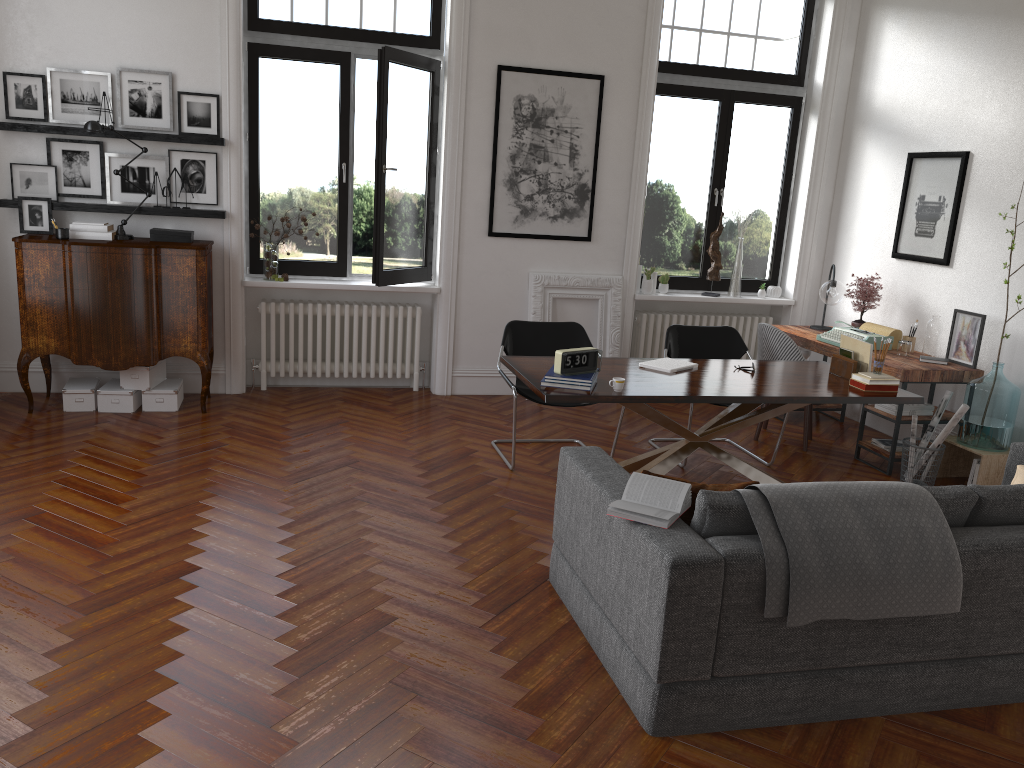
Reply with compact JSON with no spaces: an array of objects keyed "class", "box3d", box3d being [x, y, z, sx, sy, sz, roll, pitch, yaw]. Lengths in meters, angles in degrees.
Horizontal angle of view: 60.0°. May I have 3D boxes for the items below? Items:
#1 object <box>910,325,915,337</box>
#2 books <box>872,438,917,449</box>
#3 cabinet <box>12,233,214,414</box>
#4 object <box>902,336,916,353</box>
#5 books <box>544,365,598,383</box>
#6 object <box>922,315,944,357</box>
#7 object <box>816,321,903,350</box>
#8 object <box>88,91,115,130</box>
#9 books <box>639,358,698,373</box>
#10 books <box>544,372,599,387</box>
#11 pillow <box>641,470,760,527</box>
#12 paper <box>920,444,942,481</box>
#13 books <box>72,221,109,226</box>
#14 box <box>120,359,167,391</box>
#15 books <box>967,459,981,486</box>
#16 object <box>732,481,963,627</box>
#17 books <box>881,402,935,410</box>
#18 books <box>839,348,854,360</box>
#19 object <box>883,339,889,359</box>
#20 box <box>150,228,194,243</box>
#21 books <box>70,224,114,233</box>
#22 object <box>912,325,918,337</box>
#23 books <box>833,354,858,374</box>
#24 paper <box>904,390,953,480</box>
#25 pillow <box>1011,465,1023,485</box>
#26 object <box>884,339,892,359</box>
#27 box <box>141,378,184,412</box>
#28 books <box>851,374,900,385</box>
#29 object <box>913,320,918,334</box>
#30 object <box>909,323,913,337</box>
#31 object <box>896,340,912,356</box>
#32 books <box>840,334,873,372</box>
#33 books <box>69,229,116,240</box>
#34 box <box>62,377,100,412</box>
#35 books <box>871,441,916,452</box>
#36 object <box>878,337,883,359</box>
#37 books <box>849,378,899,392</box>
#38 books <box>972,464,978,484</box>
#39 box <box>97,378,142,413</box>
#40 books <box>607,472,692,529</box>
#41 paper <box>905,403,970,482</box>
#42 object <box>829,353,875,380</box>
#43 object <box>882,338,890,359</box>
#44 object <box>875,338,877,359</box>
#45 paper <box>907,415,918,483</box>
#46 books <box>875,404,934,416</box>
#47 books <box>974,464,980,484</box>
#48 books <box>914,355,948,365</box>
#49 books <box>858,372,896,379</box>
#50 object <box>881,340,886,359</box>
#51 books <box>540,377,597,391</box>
[{"class":"object","box3d":[2.960,-0.345,6.579,0.054,0.208,0.008,-3,16,-27]},{"class":"books","box3d":[2.709,0.424,6.254,0.268,0.014,0.195,3,13,-3]},{"class":"cabinet","box3d":[-2.818,-0.423,6.395,1.266,1.224,0.637,0,14,-14]},{"class":"object","box3d":[2.938,-0.296,6.574,0.058,0.114,0.075,0,14,-14]},{"class":"books","box3d":[0.325,-0.059,4.764,0.250,0.017,0.343,6,13,10]},{"class":"object","box3d":[3.009,-0.335,6.337,0.111,0.303,0.111,9,15,21]},{"class":"object","box3d":[2.616,-0.384,6.762,0.484,0.149,0.532,0,13,-16]},{"class":"object","box3d":[-2.915,-1.941,6.293,0.174,0.261,0.040,0,14,-14]},{"class":"books","box3d":[0.953,-0.113,5.383,0.230,0.026,0.325,14,17,39]},{"class":"books","box3d":[0.324,-0.042,4.768,0.250,0.017,0.343,6,13,10]},{"class":"pillow","box3d":[0.734,0.511,3.451,0.469,0.398,0.329,9,14,22]},{"class":"paper","box3d":[2.810,0.479,5.907,0.126,0.390,0.025,6,14,7]},{"class":"books","box3d":[-2.949,-1.126,6.211,0.200,0.014,0.178,0,13,-14]},{"class":"box","box3d":[-2.712,-0.085,6.528,0.209,0.178,0.392,3,13,-5]},{"class":"books","box3d":[3.040,0.604,5.728,0.187,0.259,0.054,0,14,-14]},{"class":"object","box3d":[1.164,0.568,3.132,0.752,0.389,0.398,0,14,-14]},{"class":"books","box3d":[2.726,0.137,6.151,0.309,0.038,0.224,0,13,-14]},{"class":"books","box3d":[2.062,-0.136,5.465,0.041,0.158,0.128,0,14,-14]},{"class":"object","box3d":[2.150,-0.165,5.123,0.008,0.196,0.036,3,14,-2]},{"class":"box","box3d":[-2.469,-1.079,6.447,0.282,0.087,0.207,0,13,-14]},{"class":"books","box3d":[-2.953,-1.103,6.239,0.239,0.044,0.253,0,13,-14]},{"class":"object","box3d":[2.962,-0.341,6.555,0.008,0.208,0.054,-5,16,-31]},{"class":"books","box3d":[2.026,-0.105,5.419,0.028,0.125,0.220,0,13,-14]},{"class":"paper","box3d":[2.784,0.351,5.938,0.294,0.629,0.047,-2,15,-21]},{"class":"pillow","box3d":[2.261,0.518,3.737,0.486,0.463,0.224,0,14,-14]},{"class":"object","box3d":[2.165,-0.167,5.142,0.044,0.195,0.008,8,14,15]},{"class":"box","box3d":[-2.596,0.086,6.603,0.245,0.178,0.392,0,13,-14]},{"class":"books","box3d":[2.105,-0.029,5.133,0.207,0.029,0.163,0,13,-16]},{"class":"object","box3d":[2.971,-0.359,6.563,0.028,0.240,0.023,-1,14,-17]},{"class":"object","box3d":[2.948,-0.347,6.580,0.008,0.208,0.054,15,18,39]},{"class":"object","box3d":[2.834,-0.259,6.405,0.093,0.102,0.093,-2,14,-22]},{"class":"books","box3d":[2.110,-0.164,5.448,0.043,0.240,0.308,0,14,-14]},{"class":"books","box3d":[-2.956,-1.052,6.245,0.294,0.057,0.228,0,13,-14]},{"class":"box","box3d":[-3.134,0.081,6.467,0.209,0.178,0.392,-1,14,-19]},{"class":"books","box3d":[2.708,0.439,6.258,0.268,0.014,0.195,0,13,-15]},{"class":"object","box3d":[2.145,-0.177,5.171,0.008,0.196,0.032,11,16,28]},{"class":"books","box3d":[2.096,0.005,5.135,0.215,0.040,0.158,1,13,-12]},{"class":"books","box3d":[3.039,0.623,5.700,0.170,0.233,0.012,0,14,-14]},{"class":"box","box3d":[-2.857,0.091,6.506,0.245,0.178,0.392,2,13,-9]},{"class":"books","box3d":[0.503,0.412,3.206,0.224,0.096,0.278,10,14,27]},{"class":"paper","box3d":[2.748,0.392,5.744,0.047,0.612,0.329,-6,16,-33]},{"class":"object","box3d":[2.083,-0.125,5.423,0.150,0.167,0.227,0,14,-14]},{"class":"object","box3d":[2.164,-0.171,5.153,0.038,0.196,0.008,7,14,11]},{"class":"object","box3d":[2.111,-0.170,5.140,0.049,0.194,0.008,1,14,-10]},{"class":"paper","box3d":[2.639,0.439,5.845,0.073,0.481,0.033,9,15,21]},{"class":"books","box3d":[2.717,0.173,6.150,0.309,0.038,0.224,0,13,-15]},{"class":"books","box3d":[3.042,0.626,5.688,0.170,0.233,0.012,0,14,-14]},{"class":"books","box3d":[2.936,-0.171,6.208,0.213,0.031,0.128,9,14,22]},{"class":"books","box3d":[2.115,-0.050,5.142,0.159,0.008,0.127,1,13,-13]},{"class":"object","box3d":[2.136,-0.163,5.119,0.008,0.194,0.049,6,14,9]},{"class":"books","box3d":[0.312,-0.024,4.784,0.264,0.027,0.346,6,13,10]}]
